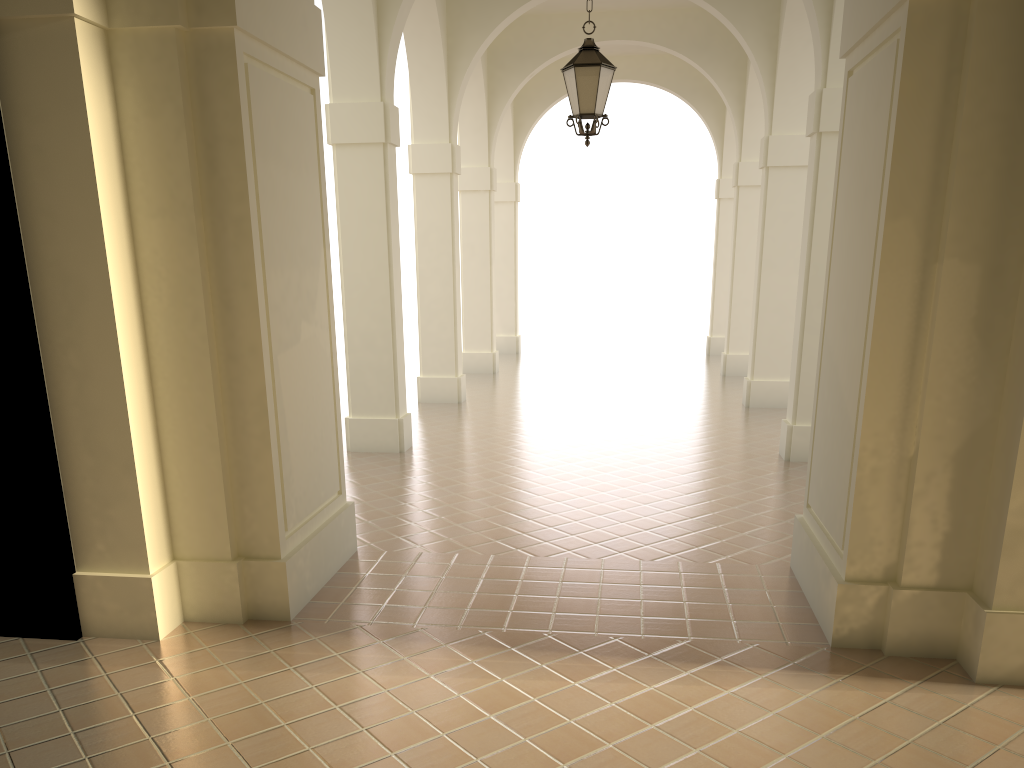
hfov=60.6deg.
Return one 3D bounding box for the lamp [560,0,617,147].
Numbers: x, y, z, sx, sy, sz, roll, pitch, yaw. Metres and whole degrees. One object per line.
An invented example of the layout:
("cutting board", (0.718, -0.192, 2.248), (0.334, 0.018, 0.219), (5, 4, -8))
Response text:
("lamp", (0.682, -3.836, 7.578), (0.510, 3.454, 0.424), (2, 16, 7))
